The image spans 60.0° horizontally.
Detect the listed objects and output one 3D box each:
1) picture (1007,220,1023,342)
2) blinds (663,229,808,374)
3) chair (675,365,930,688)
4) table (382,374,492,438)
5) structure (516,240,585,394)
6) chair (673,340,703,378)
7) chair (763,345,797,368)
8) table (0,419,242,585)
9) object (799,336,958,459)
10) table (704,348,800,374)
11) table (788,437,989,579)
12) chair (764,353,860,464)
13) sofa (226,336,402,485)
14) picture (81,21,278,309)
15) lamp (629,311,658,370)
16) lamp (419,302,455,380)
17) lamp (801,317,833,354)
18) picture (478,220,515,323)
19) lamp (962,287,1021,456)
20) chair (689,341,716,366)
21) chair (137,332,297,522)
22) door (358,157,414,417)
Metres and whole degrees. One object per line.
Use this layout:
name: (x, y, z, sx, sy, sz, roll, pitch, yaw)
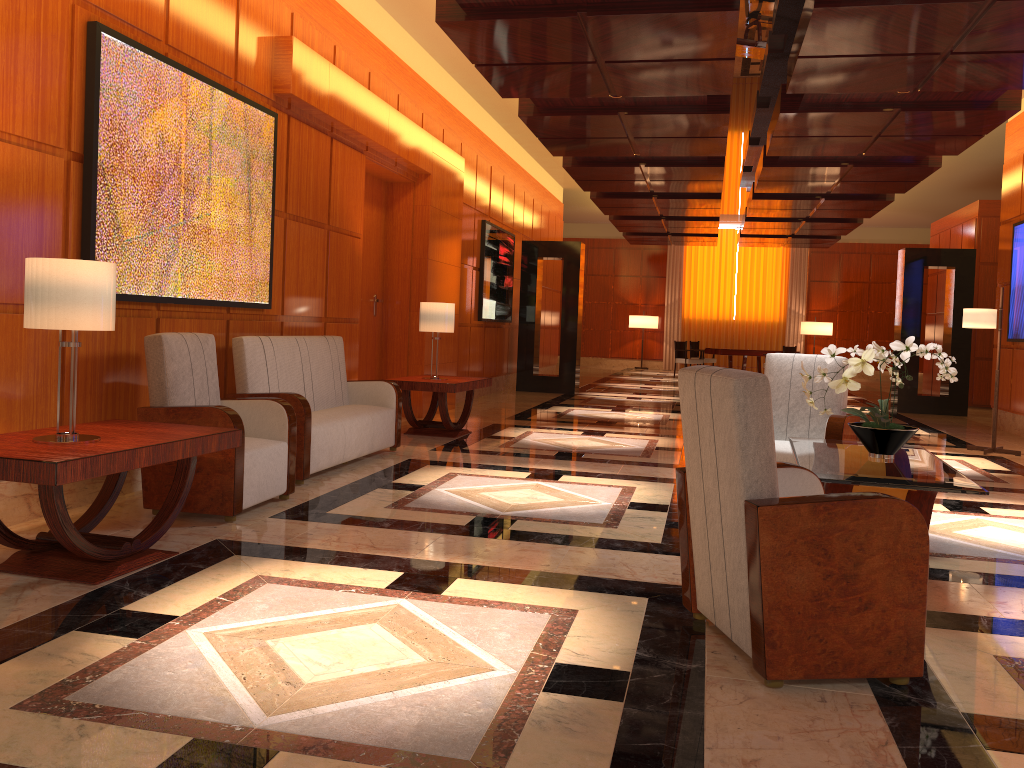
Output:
picture: (5.958, -1.192, 9.963, 0.056, 1.450, 1.999, 3, 3, 12)
blinds: (6.281, -2.347, 25.043, 3.854, 4.060, 0.149, 3, 2, 12)
chair: (0.936, 0.429, 3.043, 0.628, 0.960, 0.739, 2, 2, -9)
table: (-0.715, 0.215, 8.665, 0.725, 0.533, 1.169, 3, 3, 15)
structure: (0.648, -1.113, 14.806, 0.986, 2.495, 0.500, 3, 2, 12)
chair: (4.097, -0.564, 20.803, 0.584, 0.893, 0.577, 1, 3, -39)
chair: (5.995, -0.416, 19.709, 0.584, 0.893, 0.577, 1, 3, -34)
table: (-1.801, 0.491, 3.774, 0.725, 0.533, 1.169, 3, 3, 15)
object: (1.864, 0.059, 4.479, 0.788, 0.616, 0.418, 2, 2, -10)
table: (5.585, -0.432, 20.643, 2.106, 0.740, 0.785, 1, 3, -16)
table: (1.760, 0.618, 4.389, 0.723, 0.495, 1.562, 3, 4, 15)
chair: (1.873, 0.281, 5.890, 0.738, 0.960, 0.629, 4, 3, 31)
sofa: (-1.397, 0.119, 6.550, 0.613, 0.931, 1.801, 3, 3, 13)
picture: (-2.008, -1.228, 5.624, 0.056, 1.450, 1.999, 3, 3, 12)
lamp: (3.689, -1.238, 24.989, 0.810, 1.659, 0.812, 1, 2, -38)
lamp: (2.250, 0.072, 2.946, 0.335, 0.733, 13.023, 1, 4, -28)
lamp: (8.220, -0.991, 23.987, 0.810, 1.659, 0.812, 1, 2, -38)
picture: (-0.218, -1.684, 13.689, 0.056, 1.450, 1.999, 3, 3, 12)
lamp: (4.769, -0.139, 8.854, 0.526, 1.659, 0.360, 2, 2, 2)
chair: (4.674, -0.614, 21.922, 0.577, 0.893, 0.584, 4, 3, 40)
chair: (-1.636, 0.201, 4.948, 0.629, 0.960, 0.738, 3, 2, 11)
door: (-1.478, -0.914, 9.281, 0.340, 2.648, 1.501, 3, 2, 12)
